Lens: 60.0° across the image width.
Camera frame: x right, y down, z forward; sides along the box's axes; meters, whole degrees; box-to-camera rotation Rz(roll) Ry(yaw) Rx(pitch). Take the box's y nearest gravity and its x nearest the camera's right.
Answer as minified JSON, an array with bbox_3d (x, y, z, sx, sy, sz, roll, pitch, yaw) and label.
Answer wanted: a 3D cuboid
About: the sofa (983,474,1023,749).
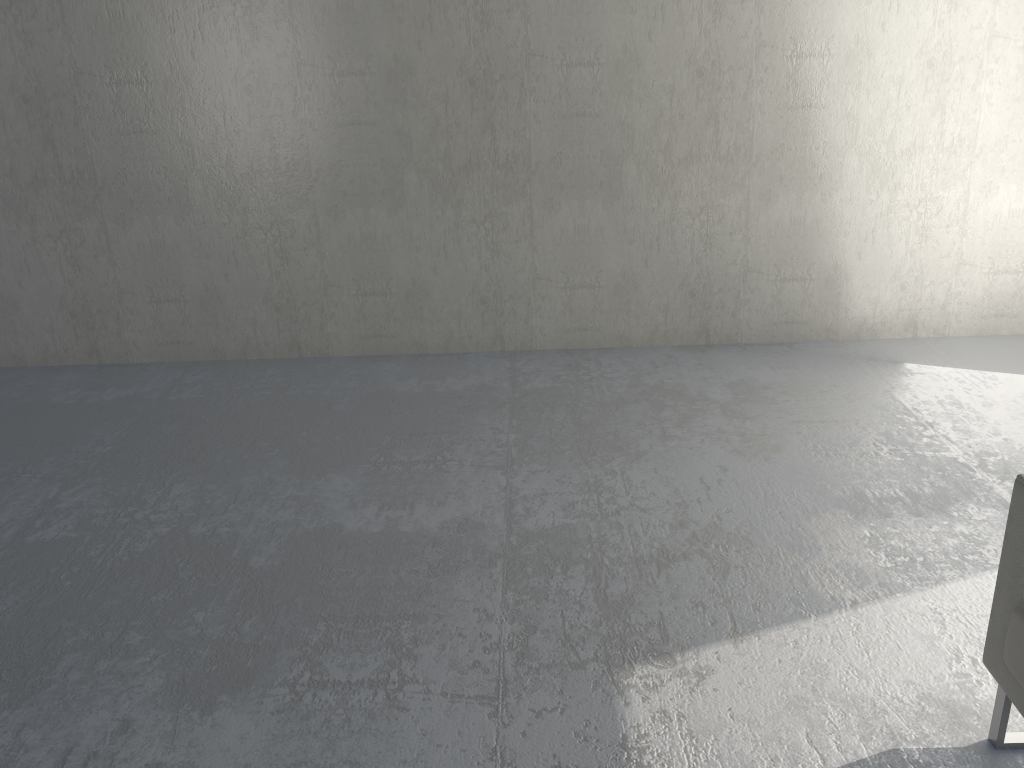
[{"bbox_3d":[1.348,0.734,0.895,0.821,0.658,1.881,-2,21,1],"label":"sofa"}]
